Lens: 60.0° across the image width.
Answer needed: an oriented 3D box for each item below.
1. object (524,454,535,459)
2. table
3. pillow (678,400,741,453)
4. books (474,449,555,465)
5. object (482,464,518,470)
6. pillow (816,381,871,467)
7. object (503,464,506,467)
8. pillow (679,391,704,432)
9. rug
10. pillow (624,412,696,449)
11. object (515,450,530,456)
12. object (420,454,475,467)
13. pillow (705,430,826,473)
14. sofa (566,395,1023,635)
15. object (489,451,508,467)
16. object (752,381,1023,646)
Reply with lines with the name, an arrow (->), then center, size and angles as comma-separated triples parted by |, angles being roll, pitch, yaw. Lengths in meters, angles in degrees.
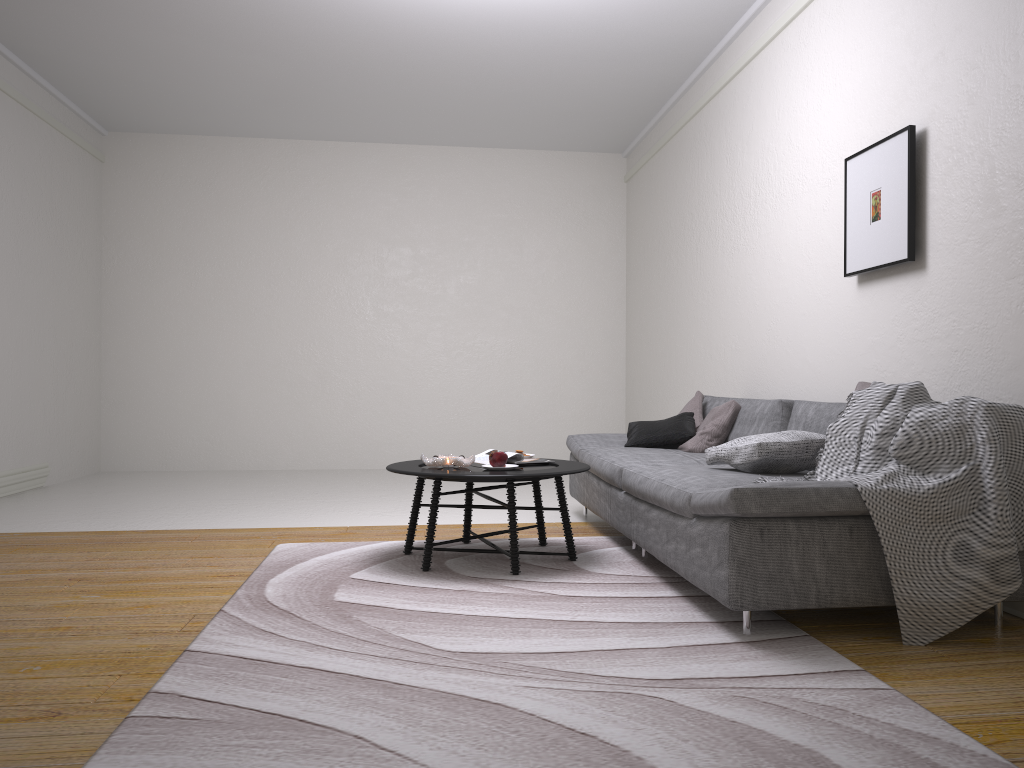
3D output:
object -> 0.033, 0.367, 4.493 | 0.170, 0.015, 0.165 | 0, 0, -25
table -> -0.108, 0.601, 4.121 | 0.950, 0.449, 0.937 | 0, 0, -10
pillow -> 1.107, 0.246, 5.072 | 0.340, 0.318, 0.420 | 0, 0, -7
books -> -0.026, 0.353, 4.342 | 0.379, 0.048, 0.300 | 0, 0, -28
object -> -0.054, 0.377, 4.012 | 0.164, 0.015, 0.171 | 0, 0, 38
pillow -> 1.341, 0.184, 3.339 | 0.243, 0.390, 0.424 | 0, 0, -6
object -> -0.046, 0.364, 4.067 | 0.036, 0.036, 0.044 | 0, 0, 2
pillow -> 1.046, 0.265, 5.501 | 0.349, 0.448, 0.483 | 0, 0, 14
rug -> -0.016, 0.808, 2.797 | 1.961, 0.008, 3.687 | 0, 0, -7
pillow -> 0.876, 0.302, 5.226 | 0.417, 0.268, 0.405 | 0, 0, 13
object -> 0.034, 0.354, 4.496 | 0.117, 0.036, 0.122 | 0, 0, 44
object -> -0.296, 0.354, 4.106 | 0.253, 0.062, 0.254 | 0, 0, 0
pillow -> 1.088, 0.292, 3.770 | 0.411, 0.194, 0.399 | 0, 0, -21
sofa -> 1.049, 0.454, 4.316 | 1.108, 0.772, 3.041 | 0, 0, -6
object -> -0.057, 0.342, 4.000 | 0.109, 0.082, 0.090 | 0, 0, 27
object -> 1.274, 0.420, 3.068 | 0.632, 0.866, 0.866 | 0, 0, -42
